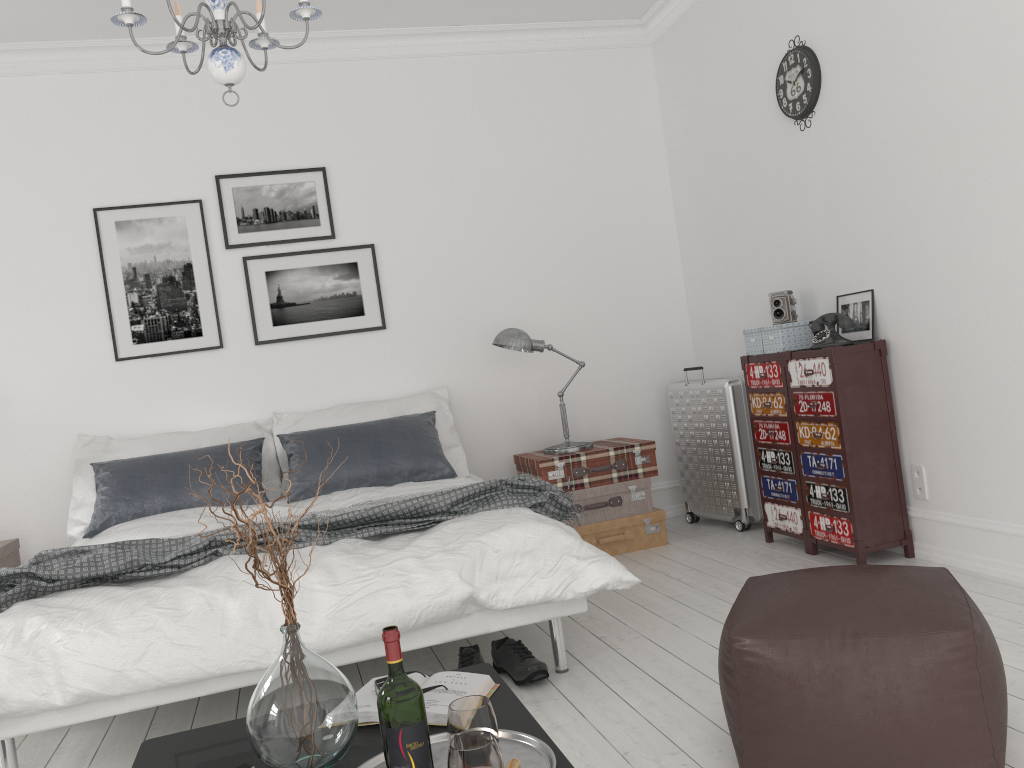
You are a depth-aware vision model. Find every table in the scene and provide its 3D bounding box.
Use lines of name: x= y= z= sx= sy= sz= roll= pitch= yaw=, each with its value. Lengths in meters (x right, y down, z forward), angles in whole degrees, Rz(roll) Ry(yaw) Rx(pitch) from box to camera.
table: x=-0.322 y=0.896 z=1.719 sx=0.833 sy=0.313 sz=0.824 roll=-8 pitch=1 yaw=-15

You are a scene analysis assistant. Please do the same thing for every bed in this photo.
bed: x=-0.956 y=0.648 z=3.671 sx=2.217 sy=0.926 sz=2.473 roll=-8 pitch=1 yaw=-14

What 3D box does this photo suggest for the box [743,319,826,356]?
box: x=1.304 y=-0.222 z=4.252 sx=0.242 sy=0.131 sz=0.332 roll=-8 pitch=1 yaw=-15

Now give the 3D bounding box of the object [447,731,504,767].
object: x=-0.060 y=0.651 z=1.491 sx=0.095 sy=0.106 sz=0.095 roll=-8 pitch=1 yaw=-3

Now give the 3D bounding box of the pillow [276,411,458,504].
pillow: x=-0.740 y=0.362 z=4.481 sx=0.842 sy=0.339 sz=0.405 roll=-8 pitch=1 yaw=-14

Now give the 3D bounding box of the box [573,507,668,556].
box: x=0.449 y=0.805 z=4.826 sx=0.647 sy=0.185 sz=0.537 roll=-8 pitch=1 yaw=-15

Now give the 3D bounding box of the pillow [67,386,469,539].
pillow: x=-1.217 y=0.376 z=4.582 sx=1.965 sy=0.529 sz=0.465 roll=-8 pitch=1 yaw=-15

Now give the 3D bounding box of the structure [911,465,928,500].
structure: x=1.699 y=0.411 z=3.699 sx=0.009 sy=0.140 sz=0.070 roll=-8 pitch=1 yaw=-15

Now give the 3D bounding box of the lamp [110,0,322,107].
lamp: x=-0.897 y=-1.368 z=2.588 sx=0.594 sy=1.123 sz=0.528 roll=-8 pitch=1 yaw=-15

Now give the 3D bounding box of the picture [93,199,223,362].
picture: x=-1.880 y=-0.557 z=4.728 sx=0.545 sy=0.810 sz=0.015 roll=-8 pitch=1 yaw=-15

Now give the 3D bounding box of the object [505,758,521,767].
object: x=-0.001 y=0.683 z=1.567 sx=0.024 sy=0.024 sz=0.046 roll=-8 pitch=1 yaw=15

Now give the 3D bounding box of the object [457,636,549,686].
object: x=-0.059 y=0.934 z=2.946 sx=0.322 sy=0.127 sz=0.300 roll=-8 pitch=1 yaw=-15

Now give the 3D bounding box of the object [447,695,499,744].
object: x=-0.073 y=0.650 z=1.662 sx=0.095 sy=0.106 sz=0.095 roll=-8 pitch=1 yaw=-3

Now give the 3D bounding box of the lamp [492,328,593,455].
lamp: x=0.175 y=0.027 z=4.765 sx=0.488 sy=0.699 sz=0.269 roll=-8 pitch=1 yaw=-15

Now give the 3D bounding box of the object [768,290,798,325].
object: x=1.292 y=-0.365 z=4.234 sx=0.121 sy=0.157 sz=0.117 roll=-7 pitch=1 yaw=35

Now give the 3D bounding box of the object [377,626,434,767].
object: x=-0.188 y=0.569 z=1.526 sx=0.081 sy=0.303 sz=0.081 roll=-8 pitch=1 yaw=2

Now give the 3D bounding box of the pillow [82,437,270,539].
pillow: x=-1.597 y=0.488 z=4.264 sx=0.837 sy=0.329 sz=0.405 roll=-8 pitch=1 yaw=-14

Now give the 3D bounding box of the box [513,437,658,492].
box: x=0.396 y=0.441 z=4.824 sx=0.647 sy=0.185 sz=0.537 roll=-8 pitch=1 yaw=-15

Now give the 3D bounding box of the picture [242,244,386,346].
picture: x=-1.092 y=-0.501 z=4.934 sx=0.720 sy=0.486 sz=0.015 roll=-8 pitch=1 yaw=-15

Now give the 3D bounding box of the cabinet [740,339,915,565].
cabinet: x=1.418 y=0.301 z=4.085 sx=0.281 sy=0.942 sz=0.762 roll=-8 pitch=1 yaw=-15

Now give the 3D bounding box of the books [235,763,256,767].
books: x=-0.528 y=0.736 z=1.533 sx=0.257 sy=0.012 sz=0.207 roll=-9 pitch=1 yaw=-44

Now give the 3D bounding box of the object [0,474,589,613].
object: x=-0.781 y=0.644 z=3.050 sx=2.154 sy=0.377 sz=0.536 roll=-8 pitch=1 yaw=-12

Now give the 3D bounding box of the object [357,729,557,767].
object: x=-0.205 y=0.741 z=1.645 sx=0.622 sy=0.063 sz=0.395 roll=-7 pitch=1 yaw=34

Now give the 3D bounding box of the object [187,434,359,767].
object: x=-0.463 y=0.422 z=1.688 sx=0.313 sy=0.666 sz=0.291 roll=-7 pitch=1 yaw=38

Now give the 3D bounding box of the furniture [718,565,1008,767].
furniture: x=0.831 y=0.671 z=2.161 sx=0.646 sy=0.423 sz=0.646 roll=-8 pitch=1 yaw=19

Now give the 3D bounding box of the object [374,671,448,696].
object: x=-0.230 y=0.672 z=1.972 sx=0.135 sy=0.030 sz=0.141 roll=-9 pitch=1 yaw=-30

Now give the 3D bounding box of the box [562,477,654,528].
box: x=0.368 y=0.631 z=4.808 sx=0.647 sy=0.185 sz=0.537 roll=-8 pitch=1 yaw=-15

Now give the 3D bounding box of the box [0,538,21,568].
box: x=-2.648 y=0.886 z=4.011 sx=0.647 sy=0.185 sz=0.537 roll=-8 pitch=1 yaw=-15

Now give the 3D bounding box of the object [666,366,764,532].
object: x=1.141 y=0.342 z=4.995 sx=0.208 sy=0.902 sz=0.647 roll=-8 pitch=1 yaw=-25

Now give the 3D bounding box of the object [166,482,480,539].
object: x=-0.881 y=0.758 z=3.406 sx=2.236 sy=0.500 sz=0.521 roll=-8 pitch=1 yaw=-12

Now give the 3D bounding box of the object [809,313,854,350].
object: x=1.400 y=-0.234 z=3.901 sx=0.181 sy=0.155 sz=0.216 roll=-8 pitch=1 yaw=15

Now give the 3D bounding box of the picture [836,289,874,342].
picture: x=1.519 y=-0.295 z=3.930 sx=0.037 sy=0.218 sz=0.254 roll=-8 pitch=1 yaw=-15

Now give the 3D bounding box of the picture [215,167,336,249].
picture: x=-1.300 y=-0.972 z=4.890 sx=0.592 sy=0.403 sz=0.015 roll=-8 pitch=1 yaw=-15

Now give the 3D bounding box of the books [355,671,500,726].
books: x=-0.225 y=0.701 z=1.976 sx=0.342 sy=0.040 sz=0.231 roll=-8 pitch=1 yaw=17

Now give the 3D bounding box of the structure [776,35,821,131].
structure: x=1.314 y=-1.387 z=4.098 sx=0.043 sy=0.427 sz=0.330 roll=-8 pitch=1 yaw=-15
